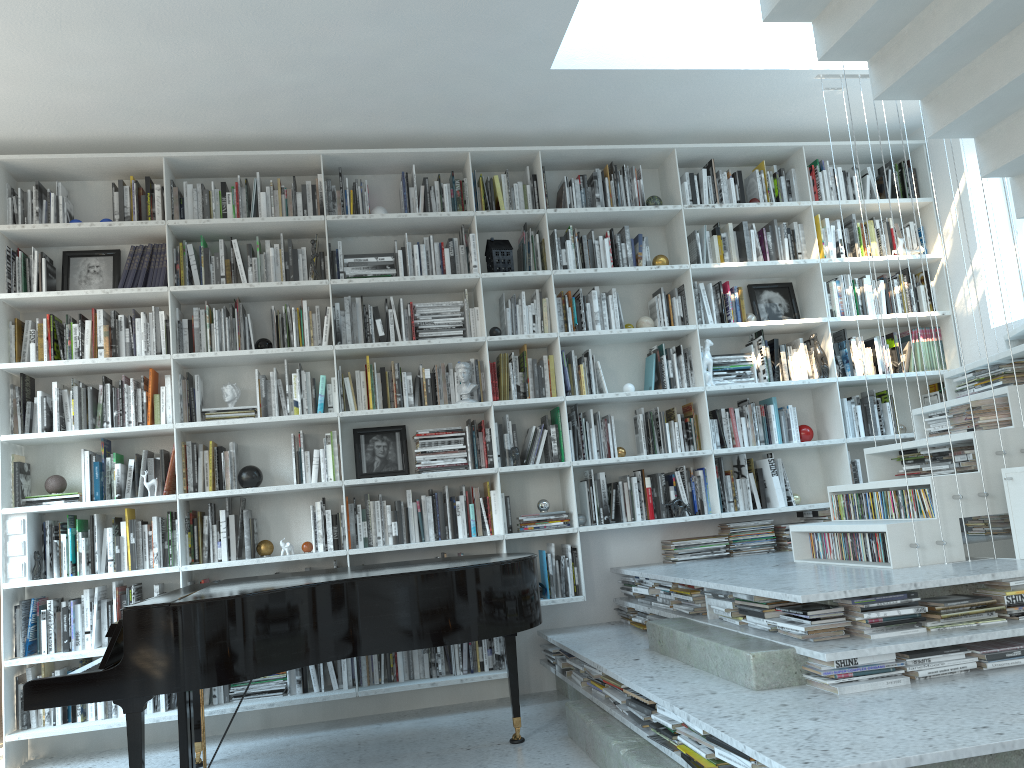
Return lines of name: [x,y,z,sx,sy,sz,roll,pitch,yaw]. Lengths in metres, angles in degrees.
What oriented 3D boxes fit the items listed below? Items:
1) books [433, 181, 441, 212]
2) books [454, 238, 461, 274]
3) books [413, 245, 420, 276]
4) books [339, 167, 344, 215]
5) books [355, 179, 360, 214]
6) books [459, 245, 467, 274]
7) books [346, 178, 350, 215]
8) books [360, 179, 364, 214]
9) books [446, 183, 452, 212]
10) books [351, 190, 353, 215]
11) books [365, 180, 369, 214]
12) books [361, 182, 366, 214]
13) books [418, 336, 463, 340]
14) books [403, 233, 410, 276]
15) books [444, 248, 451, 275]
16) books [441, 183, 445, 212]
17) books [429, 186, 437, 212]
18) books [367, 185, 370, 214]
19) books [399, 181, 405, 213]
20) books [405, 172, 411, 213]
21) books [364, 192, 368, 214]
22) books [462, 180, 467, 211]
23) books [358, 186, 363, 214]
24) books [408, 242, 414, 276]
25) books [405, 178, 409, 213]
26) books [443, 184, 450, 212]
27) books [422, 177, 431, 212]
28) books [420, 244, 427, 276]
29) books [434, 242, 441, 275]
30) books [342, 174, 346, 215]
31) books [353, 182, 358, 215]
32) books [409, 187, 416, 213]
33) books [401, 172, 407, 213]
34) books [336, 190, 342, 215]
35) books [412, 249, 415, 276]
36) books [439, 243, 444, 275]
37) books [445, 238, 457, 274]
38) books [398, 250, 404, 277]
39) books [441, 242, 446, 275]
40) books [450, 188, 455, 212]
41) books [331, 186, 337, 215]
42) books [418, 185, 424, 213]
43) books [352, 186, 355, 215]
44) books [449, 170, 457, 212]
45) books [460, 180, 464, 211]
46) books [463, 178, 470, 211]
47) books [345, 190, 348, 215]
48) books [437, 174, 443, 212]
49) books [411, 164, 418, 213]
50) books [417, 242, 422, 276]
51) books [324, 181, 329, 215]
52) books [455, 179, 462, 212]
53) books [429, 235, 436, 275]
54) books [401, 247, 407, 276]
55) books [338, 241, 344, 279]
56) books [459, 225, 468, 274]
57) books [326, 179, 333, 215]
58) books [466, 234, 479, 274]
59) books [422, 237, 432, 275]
books: [-0.445,-1.060,5.253,0.023,0.236,0.154,-4,-8,-11]
books: [-0.331,-0.715,5.227,0.029,0.261,0.133,-4,-8,-11]
books: [-0.560,-0.679,5.171,0.027,0.216,0.190,-4,-8,-11]
books: [-0.991,-1.074,5.171,0.014,0.340,0.145,-4,-8,-11]
books: [-0.899,-1.043,5.175,0.013,0.264,0.147,-4,-8,-11]
books: [-0.298,-0.690,5.215,0.029,0.202,0.192,-4,-8,-11]
books: [-0.951,-1.042,5.152,0.011,0.264,0.163,-4,-8,-11]
books: [-0.874,-1.041,5.173,0.005,0.255,0.168,-4,-8,-11]
books: [-0.380,-1.059,5.288,0.026,0.233,0.137,-4,-8,-11]
books: [-0.933,-1.007,5.163,0.023,0.195,0.172,-4,-8,-11]
books: [-0.844,-1.043,5.181,0.011,0.255,0.143,-4,-8,-11]
books: [-0.868,-1.036,5.193,0.013,0.249,0.148,-4,-8,-11]
books: [-0.416,-0.247,5.139,0.254,0.012,0.161,-4,-9,-8]
books: [-0.610,-0.711,5.153,0.011,0.283,0.190,-4,-8,-11]
books: [-0.384,-0.677,5.197,0.029,0.188,0.176,-4,-8,-11]
books: [-0.416,-1.053,5.252,0.012,0.216,0.179,-4,-8,-11]
books: [-0.470,-1.042,5.241,0.033,0.202,0.166,-4,-8,-11]
books: [-0.840,-1.030,5.200,0.004,0.235,0.138,-4,-8,-11]
books: [-0.647,-1.049,5.227,0.012,0.245,0.151,-4,-8,-11]
books: [-0.613,-1.078,5.228,0.011,0.295,0.157,-4,-8,-11]
books: [-0.852,-1.007,5.181,0.010,0.186,0.152,-4,-8,-11]
books: [-0.291,-1.071,5.286,0.014,0.238,0.153,-4,-8,-11]
books: [-0.883,-1.022,5.170,0.016,0.219,0.144,-4,-8,-11]
books: [-0.595,-0.687,5.168,0.021,0.237,0.171,-4,-8,-11]
books: [-0.624,-1.061,5.232,0.011,0.266,0.129,-4,-8,-11]
books: [-0.395,-1.049,5.238,0.023,0.202,0.193,-4,-8,-11]
books: [-0.507,-1.070,5.258,0.028,0.269,0.140,-4,-8,-11]
books: [-0.521,-0.682,5.181,0.028,0.218,0.184,-4,-8,-11]
books: [-0.444,-0.691,5.186,0.023,0.222,0.191,-4,-8,-11]
books: [-0.976,-1.053,5.165,0.010,0.296,0.153,-4,-8,-11]
books: [-0.913,-1.033,5.178,0.014,0.247,0.139,-4,-8,-11]
books: [-0.591,-1.034,5.237,0.031,0.208,0.147,-4,-8,-11]
books: [-0.634,-1.076,5.216,0.014,0.292,0.176,-4,-8,-11]
books: [-1.001,-1.002,5.144,0.026,0.194,0.166,-4,-8,-11]
books: [-0.580,-0.669,5.180,0.011,0.203,0.133,-4,-8,-11]
books: [-0.419,-0.694,5.204,0.010,0.230,0.152,-4,-8,-11]
books: [-0.357,-0.709,5.205,0.032,0.248,0.173,-4,-8,-11]
books: [-0.649,-0.659,5.150,0.025,0.187,0.193,-4,-8,-11]
books: [-0.407,-0.696,5.200,0.012,0.230,0.158,-4,-8,-11]
books: [-0.358,-1.047,5.284,0.014,0.204,0.135,-4,-8,-11]
books: [-1.029,-1.015,5.154,0.023,0.227,0.157,-4,-8,-11]
books: [-0.539,-1.041,5.230,0.050,0.210,0.173,-4,-8,-11]
books: [-0.924,-1.023,5.188,0.006,0.232,0.136,-4,-8,-11]
books: [-0.349,-1.100,5.286,0.012,0.307,0.138,-4,-8,-11]
books: [-0.306,-1.071,5.292,0.014,0.244,0.145,-4,-8,-11]
books: [-0.275,-1.080,5.297,0.022,0.256,0.137,-4,-8,-11]
books: [-0.963,-1.007,5.172,0.011,0.205,0.145,-4,-8,-11]
books: [-0.428,-1.080,5.244,0.010,0.270,0.180,-4,-8,-11]
books: [-0.573,-1.100,5.228,0.010,0.331,0.186,-4,-8,-11]
books: [-0.544,-0.692,5.188,0.012,0.244,0.131,-4,-8,-11]
books: [-1.073,-1.025,5.149,0.012,0.253,0.161,-4,-8,-11]
books: [-0.325,-1.071,5.278,0.028,0.243,0.161,-4,-8,-11]
books: [-0.470,-0.711,5.194,0.023,0.269,0.185,-4,-8,-11]
books: [-0.632,-0.673,5.186,0.024,0.223,0.128,-4,-8,-11]
books: [-0.979,-0.669,5.082,0.021,0.248,0.192,-4,-8,-11]
books: [-0.285,-0.755,5.236,0.012,0.333,0.156,-4,-8,-11]
books: [-1.051,-1.029,5.133,0.026,0.252,0.186,-4,-8,-11]
books: [-0.235,-0.719,5.174,0.037,0.236,0.273,-4,-8,-11]
books: [-0.499,-0.708,5.209,0.029,0.273,0.140,-4,-8,-11]
